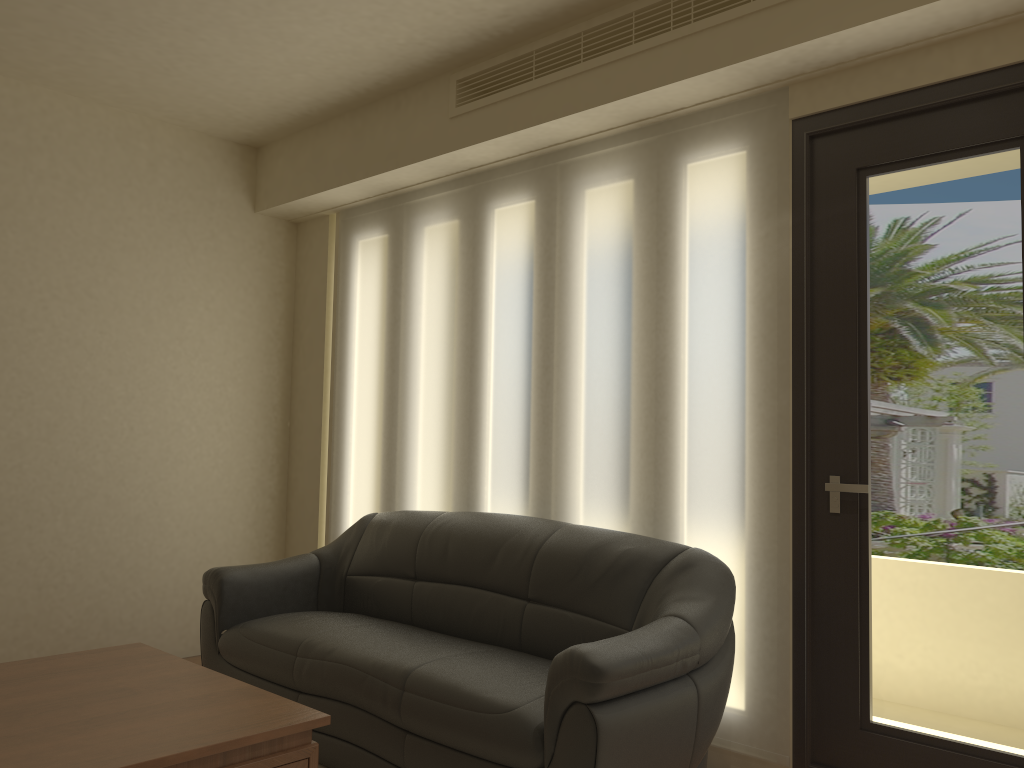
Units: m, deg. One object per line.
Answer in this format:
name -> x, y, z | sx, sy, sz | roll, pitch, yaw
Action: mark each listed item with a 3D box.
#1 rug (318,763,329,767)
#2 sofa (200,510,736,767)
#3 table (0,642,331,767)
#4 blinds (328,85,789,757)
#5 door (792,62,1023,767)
rug -> -0.901, 1.372, 2.294 | 3.592, 0.011, 2.482 | -2, -5, 43
sofa -> -0.295, 1.004, 3.587 | 2.337, 0.918, 0.944 | -2, -5, 43
table -> -1.284, 1.134, 2.437 | 1.213, 0.482, 1.045 | -2, -5, 43
blinds -> -0.018, 0.147, 4.205 | 2.830, 2.453, 0.002 | -2, -5, 43
door -> 1.418, 0.200, 2.921 | 1.011, 2.420, 0.118 | -2, -5, 43
